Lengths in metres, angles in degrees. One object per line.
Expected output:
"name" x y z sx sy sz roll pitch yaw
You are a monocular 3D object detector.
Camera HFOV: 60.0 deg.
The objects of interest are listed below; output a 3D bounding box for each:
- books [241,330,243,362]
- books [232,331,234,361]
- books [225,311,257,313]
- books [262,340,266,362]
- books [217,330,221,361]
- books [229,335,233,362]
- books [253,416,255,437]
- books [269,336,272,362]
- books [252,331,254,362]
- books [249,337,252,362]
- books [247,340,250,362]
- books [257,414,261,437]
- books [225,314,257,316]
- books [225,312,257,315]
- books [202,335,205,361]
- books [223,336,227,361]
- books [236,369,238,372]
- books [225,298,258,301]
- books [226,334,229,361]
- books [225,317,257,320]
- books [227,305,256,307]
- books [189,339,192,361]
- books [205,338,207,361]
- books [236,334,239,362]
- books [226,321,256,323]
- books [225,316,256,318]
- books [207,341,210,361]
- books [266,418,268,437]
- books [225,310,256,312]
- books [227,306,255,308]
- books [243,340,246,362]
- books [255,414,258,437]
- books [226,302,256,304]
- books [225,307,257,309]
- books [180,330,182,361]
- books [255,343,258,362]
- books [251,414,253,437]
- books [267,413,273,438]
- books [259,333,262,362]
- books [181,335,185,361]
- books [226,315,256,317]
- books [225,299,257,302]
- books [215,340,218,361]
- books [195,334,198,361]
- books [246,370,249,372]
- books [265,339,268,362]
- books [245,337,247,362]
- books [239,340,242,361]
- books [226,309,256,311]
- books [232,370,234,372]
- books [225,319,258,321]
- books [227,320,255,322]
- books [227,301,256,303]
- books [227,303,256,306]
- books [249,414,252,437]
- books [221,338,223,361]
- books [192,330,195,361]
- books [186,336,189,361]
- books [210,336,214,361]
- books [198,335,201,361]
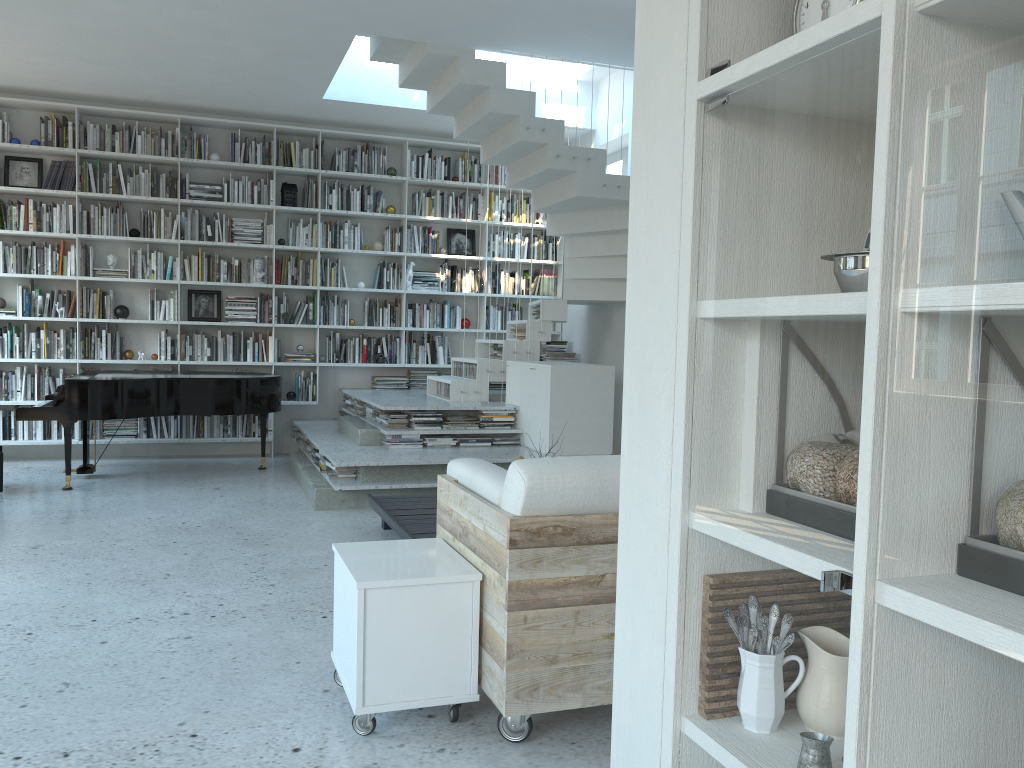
"books" -2.585 -0.365 8.490 0.012 0.297 0.177 0 4 -19
"books" -2.670 -0.362 8.481 0.014 0.286 0.134 0 4 -19
"books" -2.590 -0.685 8.474 0.285 0.012 0.159 0 3 -17
"books" -2.395 -0.321 8.552 0.042 0.212 0.169 0 4 -19
"books" -2.784 -0.364 8.426 0.026 0.292 0.151 0 4 -19
"books" -2.681 -0.340 8.453 0.026 0.245 0.191 0 4 -19
"books" -2.501 0.410 8.583 0.024 0.191 0.154 0 4 -19
"books" -2.337 -0.338 8.566 0.033 0.246 0.176 0 4 -19
"books" -2.495 -0.363 8.530 0.014 0.294 0.137 0 4 -19
"books" -2.510 -0.333 8.515 0.023 0.234 0.174 0 4 -19
"books" -2.532 -0.318 8.508 0.023 0.204 0.167 0 4 -19
"books" -2.456 0.392 8.599 0.028 0.228 0.161 0 4 -19
"books" -2.592 -0.661 8.480 0.285 0.012 0.159 0 3 -19
"books" -2.591 -0.673 8.477 0.285 0.012 0.159 0 3 -18
"books" -2.920 -0.342 8.389 0.021 0.244 0.141 0 4 -19
"books" -2.736 -0.337 8.447 0.031 0.237 0.158 0 4 -19
"books" -2.615 0.008 8.439 0.013 0.303 0.181 0 4 -19
"books" -2.584 -0.805 8.459 0.285 0.012 0.159 0 3 -24
"books" -2.714 -0.346 8.470 0.025 0.255 0.136 0 4 -19
"books" -2.592 -0.626 8.480 0.285 0.012 0.159 0 3 -20
"books" -2.588 -0.745 8.468 0.254 0.012 0.160 0 3 -22
"books" -3.025 -0.324 8.344 0.024 0.208 0.169 0 4 -19
"books" -2.892 -0.327 8.376 0.023 0.217 0.174 0 4 -19
"books" -2.623 -0.349 8.473 0.028 0.264 0.161 0 4 -19
"books" -2.591 -0.589 8.476 0.254 0.012 0.160 0 3 -23
"books" -2.589 -0.637 8.470 0.285 0.012 0.159 1 3 -14
"books" -2.867 -0.310 8.382 0.029 0.184 0.174 0 4 -19
"books" -2.392 0.415 8.621 0.023 0.182 0.148 0 4 -19
"books" -2.587 -0.696 8.467 0.285 0.012 0.159 1 3 -14
"books" -2.588 -0.733 8.469 0.254 0.012 0.160 1 3 -16
"books" -2.568 -0.320 8.496 0.024 0.207 0.183 0 4 -19
"books" -2.476 0.404 8.580 0.022 0.205 0.191 0 4 -19
"books" -2.587 -0.769 8.466 0.254 0.012 0.160 0 3 -22
"books" -2.586 -0.720 8.465 0.285 0.012 0.159 1 3 -14
"books" -3.107 -0.364 8.321 0.012 0.285 0.159 0 4 -19
"books" -2.461 -0.307 8.529 0.023 0.183 0.169 0 4 -19
"books" -2.513 0.377 8.565 0.011 0.258 0.171 0 4 -19
"books" -2.340 0.376 8.563 0.038 0.269 0.277 0 4 -19
"books" -2.430 -0.352 8.549 0.026 0.272 0.175 0 4 -19
"books" -3.087 -0.343 8.327 0.029 0.244 0.154 0 4 -19
"books" -2.589 -0.649 8.470 0.254 0.012 0.160 0 3 -24
"books" -2.587 -0.794 8.467 0.285 0.012 0.159 0 3 -17
"books" -2.804 -0.316 8.409 0.023 0.196 0.165 0 4 -19
"books" -2.980 -0.344 8.370 0.024 0.248 0.132 0 4 -19
"books" -2.529 0.013 8.475 0.015 0.293 0.169 0 4 -19
"books" -2.370 -0.323 8.562 0.011 0.216 0.166 0 4 -19
"books" -2.553 -0.335 8.512 0.014 0.235 0.154 0 4 -19
"books" -2.605 -0.319 8.497 0.021 0.203 0.128 0 4 -19
"books" -2.587 -0.708 8.467 0.254 0.012 0.160 0 3 -24
"books" -2.656 0.016 8.440 0.012 0.285 0.159 0 4 -19
"books" -2.589 -0.613 8.472 0.285 0.012 0.159 0 3 -24
"books" -2.592 -0.602 8.480 0.254 0.012 0.160 0 3 -17
"books" -2.586 -0.782 8.464 0.254 0.012 0.160 0 3 -23
"books" -2.587 -0.757 8.465 0.254 0.012 0.160 0 3 -23
"books" -2.537 0.386 8.574 0.028 0.239 0.140 0 4 -19
"books" -2.764 -0.329 8.445 0.025 0.220 0.140 0 4 -19
"books" -3.005 -0.366 8.366 0.027 0.291 0.140 0 4 -19
"books" -3.044 -0.337 8.324 0.027 0.234 0.167 0 4 -19
"books" -2.841 -0.337 8.397 0.029 0.238 0.165 0 4 -19
"books" -2.950 -0.342 8.363 0.027 0.246 0.179 0 4 -19
